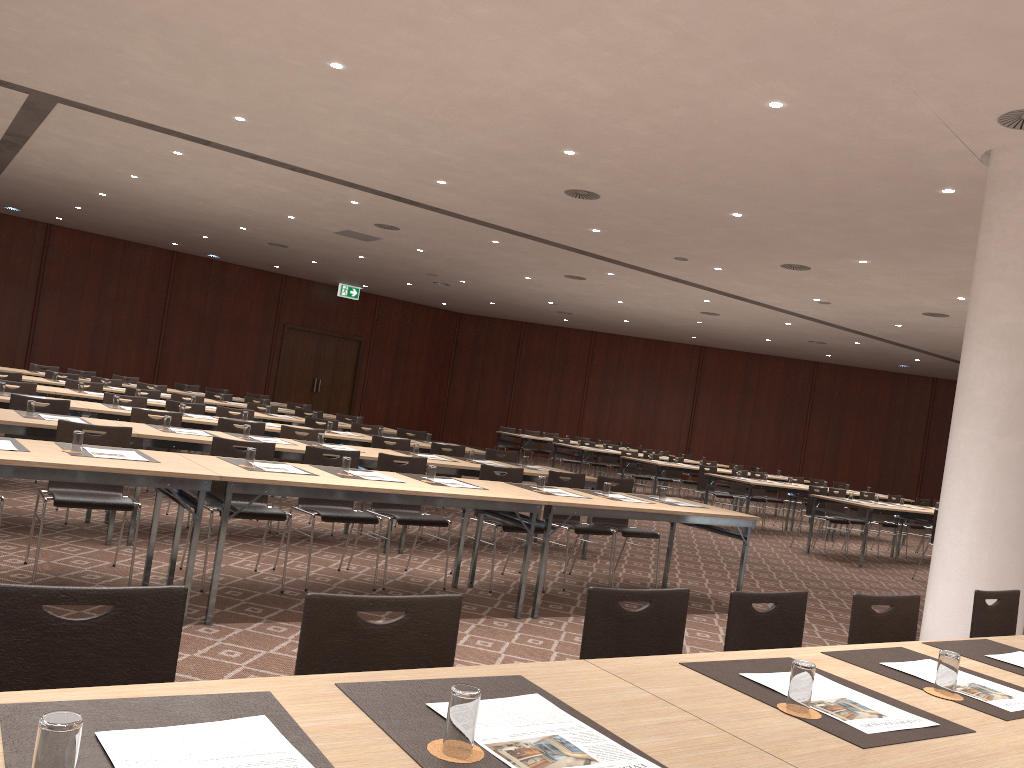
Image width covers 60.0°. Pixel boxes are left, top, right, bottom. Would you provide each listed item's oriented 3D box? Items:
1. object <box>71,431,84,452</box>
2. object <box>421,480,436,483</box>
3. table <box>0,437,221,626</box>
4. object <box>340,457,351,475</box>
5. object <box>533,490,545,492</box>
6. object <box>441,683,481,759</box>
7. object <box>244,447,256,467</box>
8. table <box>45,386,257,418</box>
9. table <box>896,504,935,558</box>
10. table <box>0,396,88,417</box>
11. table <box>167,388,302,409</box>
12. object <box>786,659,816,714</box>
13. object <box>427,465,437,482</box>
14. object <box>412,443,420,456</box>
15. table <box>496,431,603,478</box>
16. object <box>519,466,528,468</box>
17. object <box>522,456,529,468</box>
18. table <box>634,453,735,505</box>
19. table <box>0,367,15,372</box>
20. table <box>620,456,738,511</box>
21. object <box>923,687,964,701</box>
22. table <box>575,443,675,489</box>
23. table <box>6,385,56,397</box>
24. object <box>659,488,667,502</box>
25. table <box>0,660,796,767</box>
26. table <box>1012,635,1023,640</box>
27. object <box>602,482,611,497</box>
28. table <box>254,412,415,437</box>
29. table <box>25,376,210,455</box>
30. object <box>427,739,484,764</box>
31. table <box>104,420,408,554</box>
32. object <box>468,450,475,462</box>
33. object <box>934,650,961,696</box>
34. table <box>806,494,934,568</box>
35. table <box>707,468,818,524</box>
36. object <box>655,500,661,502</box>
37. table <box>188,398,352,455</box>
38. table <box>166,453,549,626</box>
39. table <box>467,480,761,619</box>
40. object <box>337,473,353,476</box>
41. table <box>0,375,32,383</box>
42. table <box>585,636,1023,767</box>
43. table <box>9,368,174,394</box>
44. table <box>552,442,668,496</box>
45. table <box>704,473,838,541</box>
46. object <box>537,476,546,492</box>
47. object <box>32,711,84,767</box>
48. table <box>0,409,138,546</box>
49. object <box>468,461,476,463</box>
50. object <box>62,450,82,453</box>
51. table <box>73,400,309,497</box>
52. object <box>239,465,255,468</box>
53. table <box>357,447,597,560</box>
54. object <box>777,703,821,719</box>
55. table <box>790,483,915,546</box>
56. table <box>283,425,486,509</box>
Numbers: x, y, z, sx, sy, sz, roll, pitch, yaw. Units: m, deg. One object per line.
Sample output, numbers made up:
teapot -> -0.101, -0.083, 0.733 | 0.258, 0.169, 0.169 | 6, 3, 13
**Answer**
object -> -2.386, 0.316, 4.870 | 0.054, 0.114, 0.054 | 9, -1, -1
object -> -0.583, 0.679, 6.171 | 0.102, 0.001, 0.102 | 8, -1, 21
table -> -2.829, 0.723, 4.547 | 2.269, 0.833, 0.952 | 10, -1, -35
object -> -1.087, 0.535, 5.801 | 0.054, 0.114, 0.054 | 8, -1, 21
object -> 0.209, 0.812, 6.720 | 0.102, 0.001, 0.102 | 8, -1, 21
object -> -0.089, 0.592, 1.561 | 0.054, 0.114, 0.054 | 9, -1, -1
object -> -1.602, 0.448, 5.429 | 0.054, 0.114, 0.054 | 8, -1, 21
table -> -4.420, 0.621, 10.760 | 2.269, 0.833, 0.952 | 10, -1, -35
table -> 7.175, 2.471, 14.131 | 2.269, 0.833, 0.952 | 10, -1, -35
table -> -5.112, 0.448, 7.818 | 2.269, 0.833, 0.952 | 10, -1, -35
table -> -4.870, 0.656, 15.337 | 2.269, 0.833, 0.952 | 10, -1, -35
object -> 0.693, 0.724, 2.127 | 0.054, 0.114, 0.054 | 8, -1, 21
object -> -0.560, 0.625, 6.182 | 0.054, 0.114, 0.054 | 8, -1, 21
object -> -0.908, 0.621, 8.369 | 0.054, 0.114, 0.054 | 9, -1, -1
table -> 0.778, 1.611, 19.365 | 2.269, 0.833, 0.952 | 10, -1, -35
object -> 0.116, 0.852, 9.101 | 0.102, 0.001, 0.102 | 7, -2, 44
object -> 0.137, 0.798, 9.111 | 0.054, 0.114, 0.054 | 8, -1, 21
table -> 3.751, 2.058, 19.036 | 2.269, 0.833, 0.952 | 10, -1, -35
table -> -8.535, 0.036, 12.723 | 2.269, 0.833, 0.952 | 10, -1, -35
table -> 3.060, 1.886, 16.094 | 2.269, 0.833, 0.952 | 10, -1, -35
object -> 1.210, 0.869, 2.488 | 0.102, 0.001, 0.102 | 8, -1, 21
table -> 2.610, 1.921, 20.671 | 2.269, 0.833, 0.952 | 10, -1, -35
table -> -6.253, 0.311, 9.453 | 2.269, 0.833, 0.952 | 10, -1, -35
object -> 1.274, 0.935, 7.491 | 0.054, 0.114, 0.054 | 8, -1, 21
table -> -0.522, 1.001, 1.241 | 2.269, 0.833, 0.952 | 10, -1, -35
table -> 3.143, 1.620, 3.855 | 2.269, 0.833, 0.952 | 10, -1, -35
object -> 0.757, 0.847, 7.105 | 0.054, 0.114, 0.054 | 8, -1, 21
table -> -2.588, 0.931, 12.066 | 2.269, 0.833, 0.952 | 10, -1, -35
table -> -5.562, 0.483, 12.395 | 2.269, 0.833, 0.952 | 10, -1, -35
object -> -0.099, 0.648, 1.567 | 0.102, 0.001, 0.102 | 8, -1, 21
table -> -2.138, 0.895, 7.489 | 2.269, 0.833, 0.952 | 10, -1, -35
object -> -0.400, 0.707, 8.743 | 0.054, 0.114, 0.054 | 9, -1, -1
object -> 1.230, 0.815, 2.505 | 0.054, 0.114, 0.054 | 8, -1, 21
table -> 5.342, 2.161, 12.824 | 2.269, 0.833, 0.952 | 10, -1, -35
table -> 4.892, 2.196, 17.401 | 2.269, 0.833, 0.952 | 10, -1, -35
object -> 1.255, 0.990, 7.486 | 0.102, 0.001, 0.102 | 8, -1, 21
table -> -3.729, 0.793, 13.701 | 2.269, 0.833, 0.952 | 10, -1, -35
table -> -0.997, 1.033, 5.854 | 2.269, 0.833, 0.952 | 10, -1, -35
table -> 0.835, 1.343, 7.161 | 2.269, 0.833, 0.952 | 10, -1, -35
object -> -1.092, 0.593, 5.808 | 0.102, 0.001, 0.102 | 8, -1, 21
table -> -7.394, 0.173, 11.088 | 2.269, 0.833, 0.952 | 10, -1, -35
table -> 1.310, 1.311, 2.548 | 2.269, 0.833, 0.952 | 10, -1, -35
table -> -6.703, 0.346, 14.030 | 2.269, 0.833, 0.952 | 10, -1, -35
table -> 1.919, 1.749, 17.730 | 2.269, 0.833, 0.952 | 10, -1, -35
table -> 4.201, 2.023, 14.459 | 2.269, 0.833, 0.952 | 10, -1, -35
object -> 0.221, 0.757, 6.733 | 0.054, 0.114, 0.054 | 8, -1, 21
object -> -0.612, 0.503, 1.189 | 0.054, 0.114, 0.054 | 9, -1, -1
table -> -3.970, 0.586, 6.182 | 2.269, 0.833, 0.952 | 10, -1, -35
object -> -0.402, 0.765, 8.737 | 0.102, 0.001, 0.102 | 7, -2, 44
object -> -2.409, 0.370, 4.858 | 0.102, 0.001, 0.102 | 8, -1, 21
table -> -3.279, 0.758, 9.124 | 2.269, 0.833, 0.952 | 10, -1, -35
object -> -1.621, 0.503, 5.425 | 0.102, 0.001, 0.102 | 8, -1, 21
table -> -0.306, 1.205, 8.796 | 2.269, 0.833, 0.952 | 10, -1, -35
object -> 0.685, 0.781, 2.118 | 0.102, 0.001, 0.102 | 8, -1, 21
table -> 6.034, 2.333, 15.766 | 2.269, 0.833, 0.952 | 10, -1, -35
table -> -1.447, 1.068, 10.431 | 2.269, 0.833, 0.952 | 10, -1, -35
